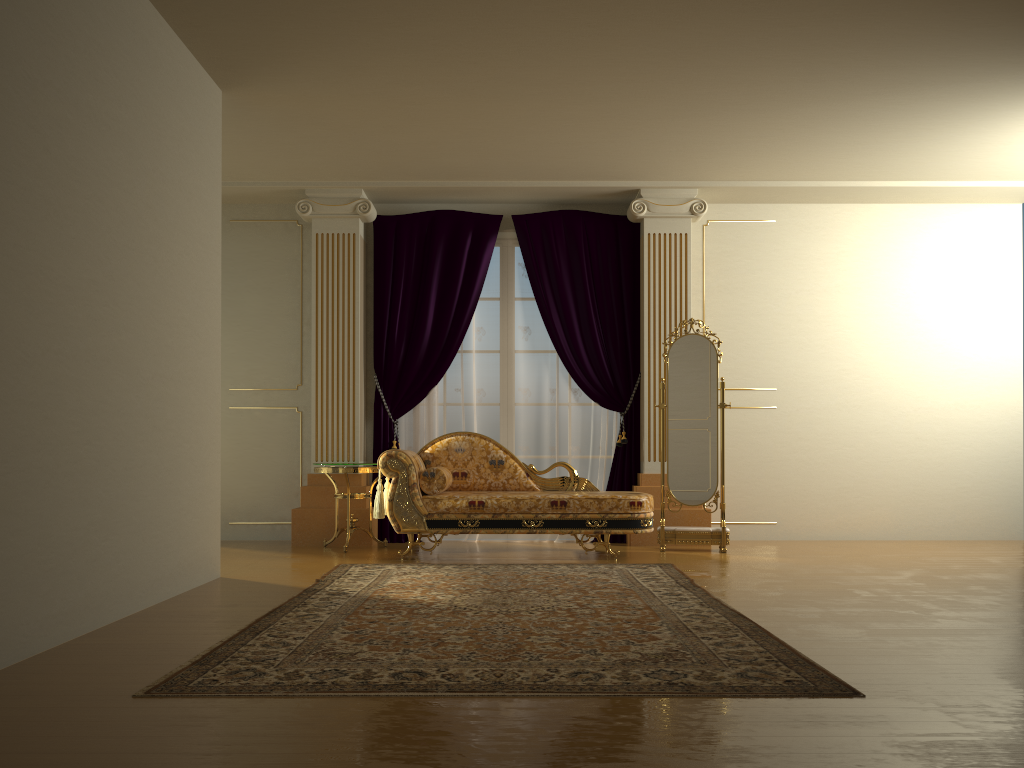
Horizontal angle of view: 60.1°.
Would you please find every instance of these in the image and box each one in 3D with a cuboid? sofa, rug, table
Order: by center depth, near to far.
[{"bbox_3d":[-0.038,1.017,4.087,2.117,0.017,3.088,0,-5,0],"label":"rug"},{"bbox_3d":[0.031,0.755,6.131,1.893,0.870,0.695,0,-2,0],"label":"sofa"},{"bbox_3d":[-1.178,0.904,6.529,0.572,0.642,0.572,2,-3,-45],"label":"table"}]

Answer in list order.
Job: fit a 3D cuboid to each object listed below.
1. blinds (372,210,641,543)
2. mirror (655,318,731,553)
[{"bbox_3d":[-0.039,-0.054,7.104,2.235,2.649,0.339,0,-1,1],"label":"blinds"},{"bbox_3d":[1.312,0.365,6.435,0.541,1.697,0.243,0,-1,10],"label":"mirror"}]
